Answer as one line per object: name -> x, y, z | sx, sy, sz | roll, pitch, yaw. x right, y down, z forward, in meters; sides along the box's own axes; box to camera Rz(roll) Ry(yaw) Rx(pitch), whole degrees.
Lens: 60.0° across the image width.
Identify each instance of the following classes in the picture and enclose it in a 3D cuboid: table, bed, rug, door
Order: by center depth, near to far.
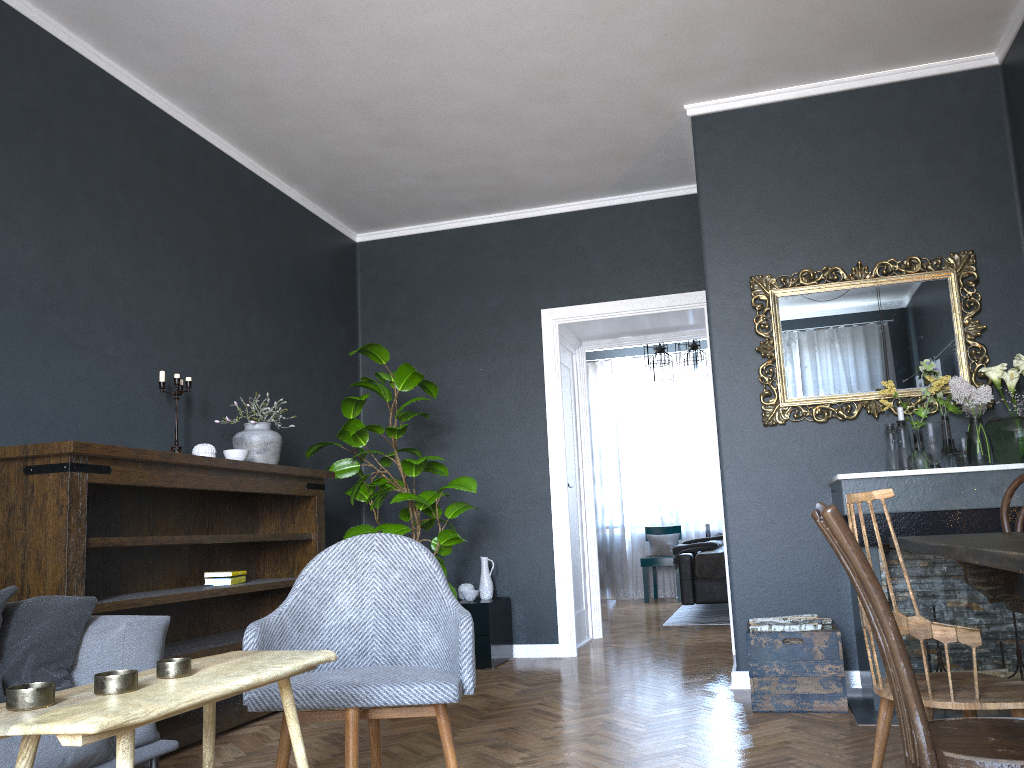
table -> -0.628, 0.830, 1.650 | 0.339, 0.548, 0.789 | -5, -10, 15
table -> 1.471, 0.647, 1.700 | 1.126, 0.726, 1.608 | -5, -10, 15
door -> 0.393, 0.739, 6.303 | 0.162, 2.181, 0.858 | -5, -9, 15
bed -> 2.667, 1.429, 7.940 | 2.376, 1.159, 2.270 | -5, -10, 15
rug -> 2.191, 2.042, 7.956 | 1.459, 0.013, 2.049 | -5, -10, 15

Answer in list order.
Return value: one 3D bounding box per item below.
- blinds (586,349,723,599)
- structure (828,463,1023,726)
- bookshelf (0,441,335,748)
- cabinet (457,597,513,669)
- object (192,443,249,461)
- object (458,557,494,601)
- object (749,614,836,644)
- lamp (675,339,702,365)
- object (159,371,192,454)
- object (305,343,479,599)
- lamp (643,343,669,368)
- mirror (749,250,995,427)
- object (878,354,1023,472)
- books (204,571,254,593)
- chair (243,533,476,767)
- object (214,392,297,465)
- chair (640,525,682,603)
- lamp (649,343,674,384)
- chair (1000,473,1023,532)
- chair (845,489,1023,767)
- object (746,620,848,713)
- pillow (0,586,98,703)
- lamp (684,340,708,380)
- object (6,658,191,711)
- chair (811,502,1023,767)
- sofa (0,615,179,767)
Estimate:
blinds -> 2.253, 0.983, 10.088 | 3.994, 2.782, 0.313 | -5, -9, 15
structure -> 1.923, 0.850, 3.728 | 1.066, 0.978, 0.836 | -5, -9, 15
bookshelf -> -1.412, 0.931, 3.879 | 0.451, 1.169, 1.922 | -5, -10, 15
cabinet -> -0.378, 1.566, 5.582 | 0.650, 0.389, 0.457 | -5, -10, 15
object -> -1.364, 0.330, 4.155 | 0.255, 0.103, 0.118 | 1, -10, -19
object -> -0.260, 1.235, 5.629 | 0.229, 0.267, 0.229 | 5, -12, -40
object -> 1.257, 1.165, 3.959 | 0.370, 0.246, 0.534 | -5, -10, 15
lamp -> 1.574, -0.565, 8.030 | 0.210, 0.767, 0.210 | -8, -10, 29
object -> -1.557, 0.156, 4.072 | 0.130, 0.436, 0.145 | 4, -11, -38
object -> -0.671, 0.728, 5.025 | 1.118, 1.894, 0.765 | -4, -9, 9
lamp -> 1.347, -0.525, 8.395 | 0.210, 0.712, 0.210 | -8, -10, 29
mirror -> 1.729, -0.217, 4.320 | 1.057, 0.782, 0.067 | -5, -9, 15
object -> 2.040, 0.112, 3.967 | 0.727, 0.545, 0.475 | -6, -10, 18
books -> -1.348, 0.950, 4.234 | 0.174, 0.113, 0.197 | -3, -9, 4
chair -> -0.435, 0.842, 2.573 | 0.645, 0.809, 0.496 | -2, -9, -6
object -> -1.299, 0.230, 4.504 | 0.385, 0.411, 0.276 | -2, -9, -6
chair -> 1.653, 1.957, 9.690 | 0.436, 0.796, 0.593 | -5, -9, 15
lamp -> 1.458, -0.418, 8.757 | 0.210, 0.802, 0.210 | -8, -10, 29
chair -> 1.696, 0.676, 2.516 | 0.438, 0.918, 0.550 | -6, -9, 18
chair -> 1.039, 0.683, 2.148 | 0.384, 0.854, 0.457 | -3, -9, 0
object -> 1.256, 1.240, 3.948 | 0.383, 0.325, 0.553 | -5, -10, 15
pillow -> -1.537, 0.687, 2.365 | 0.443, 0.361, 0.798 | -9, -11, 33
lamp -> 1.839, -0.429, 8.973 | 0.210, 0.745, 0.210 | -8, -10, 29
object -> -0.705, 0.527, 1.573 | 0.103, 0.033, 0.369 | -7, -11, 26
chair -> 0.809, 0.604, 1.538 | 0.467, 0.818, 0.363 | -5, -9, 15
sofa -> -1.750, 0.775, 1.759 | 0.970, 0.796, 2.345 | -5, -10, 15
